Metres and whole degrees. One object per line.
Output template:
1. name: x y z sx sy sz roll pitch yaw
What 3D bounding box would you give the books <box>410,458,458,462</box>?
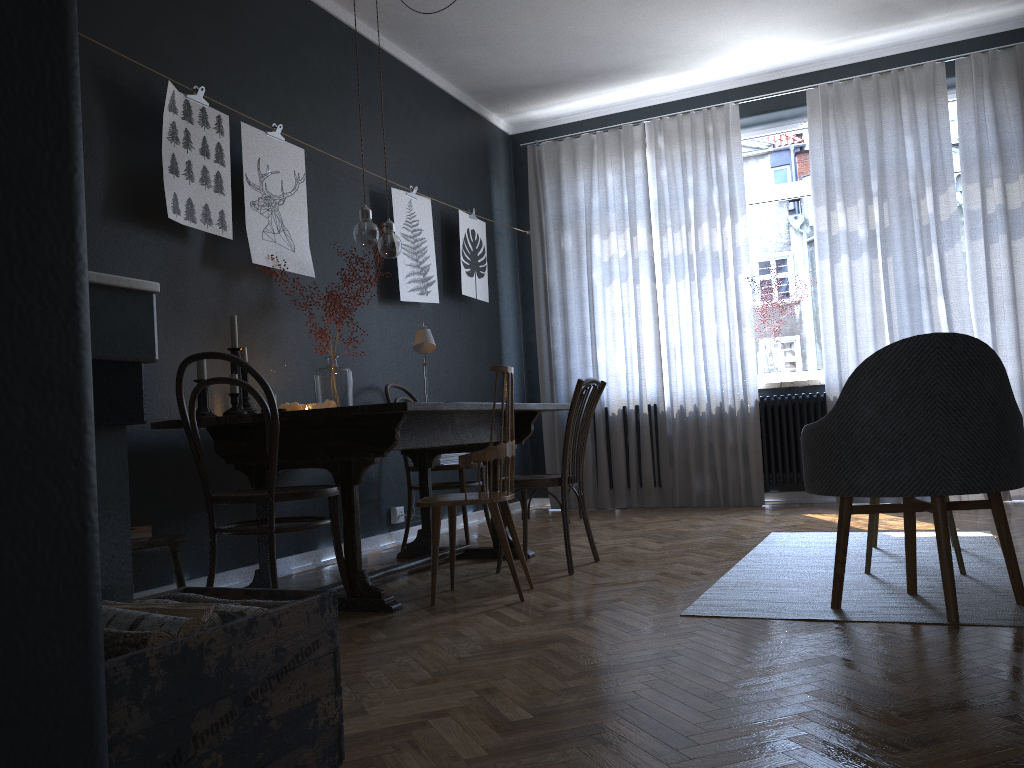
1. books: -0.382 0.412 4.877 0.219 0.008 0.288 -6 -4 37

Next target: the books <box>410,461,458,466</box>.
1. books: -0.377 0.432 4.873 0.219 0.007 0.305 -6 -4 36

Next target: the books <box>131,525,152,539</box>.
1. books: -1.354 0.508 2.985 0.262 0.024 0.207 -2 -3 -23

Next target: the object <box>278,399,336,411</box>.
1. object: -0.907 0.110 3.925 0.252 0.072 0.254 -5 -3 31

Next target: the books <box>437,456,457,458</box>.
1. books: -0.378 0.400 4.885 0.219 0.006 0.304 -6 -4 36

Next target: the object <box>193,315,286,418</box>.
1. object: -1.087 -0.074 3.500 0.223 0.419 0.368 -5 -3 25

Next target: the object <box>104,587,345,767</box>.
1. object: -0.610 0.561 1.508 0.383 0.326 0.552 -5 -3 24

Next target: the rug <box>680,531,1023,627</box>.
1. rug: 1.389 0.712 3.477 1.004 0.013 2.011 -5 -3 24

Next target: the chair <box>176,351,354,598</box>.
1. chair: -0.854 0.363 3.066 0.438 0.920 0.549 -5 -3 27

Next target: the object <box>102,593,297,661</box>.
1. object: -0.618 0.486 1.512 0.370 0.246 0.533 -5 -3 24

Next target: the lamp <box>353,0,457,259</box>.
1. lamp: -0.153 -1.415 3.489 0.583 1.573 1.592 -2 -3 -35

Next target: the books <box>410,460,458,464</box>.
1. books: -0.376 0.425 4.874 0.219 0.008 0.304 -6 -4 36

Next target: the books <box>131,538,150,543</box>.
1. books: -1.369 0.528 2.993 0.272 0.013 0.219 -2 -3 -19

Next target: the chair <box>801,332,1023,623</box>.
1. chair: 1.246 0.271 2.673 0.645 0.810 0.495 -4 -2 2

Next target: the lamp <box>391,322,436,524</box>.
1. lamp: -0.483 0.233 4.792 0.242 1.069 0.801 -3 -3 -21

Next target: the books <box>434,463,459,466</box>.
1. books: -0.375 0.439 4.874 0.219 0.008 0.304 -5 -4 31

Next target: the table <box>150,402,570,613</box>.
1. table: -0.502 0.480 3.829 1.126 0.727 1.604 -5 -3 24

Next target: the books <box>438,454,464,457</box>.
1. books: -0.378 0.395 4.881 0.219 0.008 0.288 -6 -4 35

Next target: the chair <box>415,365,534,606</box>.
1. chair: -0.148 0.372 3.326 0.384 0.856 0.456 -4 -2 9

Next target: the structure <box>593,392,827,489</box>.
1. structure: 1.444 0.413 6.281 1.847 0.600 0.216 -5 -3 24

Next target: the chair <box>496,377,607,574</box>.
1. chair: 0.171 0.397 3.899 0.467 0.819 0.363 -4 -3 24

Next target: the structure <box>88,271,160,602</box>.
1. structure: -1.262 0.304 1.892 1.066 0.980 0.834 -5 -3 24

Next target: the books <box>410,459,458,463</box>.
1. books: -0.377 0.416 4.873 0.219 0.013 0.305 -6 -4 36

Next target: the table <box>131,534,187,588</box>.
1. table: -1.350 0.693 3.001 0.364 0.317 0.369 -5 -3 24

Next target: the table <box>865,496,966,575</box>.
1. table: 1.585 0.430 3.539 0.339 0.549 0.788 -4 -3 24

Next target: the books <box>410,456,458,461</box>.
1. books: -0.383 0.406 4.878 0.219 0.008 0.288 -6 -4 37

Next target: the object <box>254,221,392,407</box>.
1. object: -0.871 -0.305 4.248 0.638 0.930 0.557 -3 -2 -5

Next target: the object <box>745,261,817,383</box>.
1. object: 1.812 -0.416 6.153 0.514 0.809 0.599 -3 -2 -2

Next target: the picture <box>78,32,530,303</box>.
1. picture: -0.761 -0.873 4.900 0.058 0.770 4.458 -4 -3 24

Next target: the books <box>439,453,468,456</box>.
1. books: -0.375 0.388 4.882 0.219 0.008 0.304 -6 -4 35

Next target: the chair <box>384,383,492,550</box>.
1. chair: -0.401 0.434 4.912 0.549 0.920 0.438 -4 -2 22

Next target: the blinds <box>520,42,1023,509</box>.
1. blinds: 1.993 -0.594 5.976 3.994 2.787 0.312 -5 -2 24
